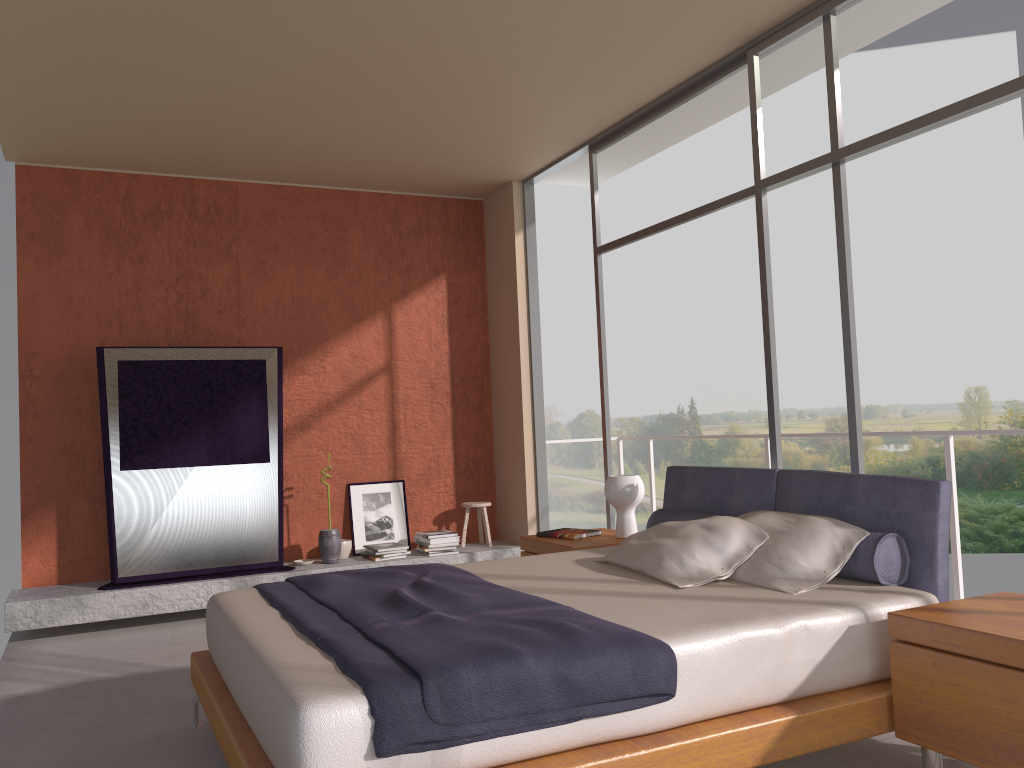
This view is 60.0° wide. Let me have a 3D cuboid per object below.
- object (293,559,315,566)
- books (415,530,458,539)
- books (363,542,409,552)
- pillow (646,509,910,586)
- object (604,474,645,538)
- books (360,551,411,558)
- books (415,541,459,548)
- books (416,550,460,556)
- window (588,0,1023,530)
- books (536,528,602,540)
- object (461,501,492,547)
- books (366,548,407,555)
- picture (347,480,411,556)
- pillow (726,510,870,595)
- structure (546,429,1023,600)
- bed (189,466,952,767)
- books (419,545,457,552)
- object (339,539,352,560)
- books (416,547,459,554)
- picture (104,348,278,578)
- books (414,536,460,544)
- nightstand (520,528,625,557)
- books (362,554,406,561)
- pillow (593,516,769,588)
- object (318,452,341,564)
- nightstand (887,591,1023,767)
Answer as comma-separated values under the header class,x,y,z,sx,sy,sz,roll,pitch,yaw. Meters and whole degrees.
class,x,y,z,sx,sy,sz,roll,pitch,yaw
object,-1.510,1.303,6.442,0.152,0.040,0.152,-3,-3,9
books,-0.578,1.152,6.795,0.247,0.025,0.287,-1,-3,-26
books,-0.943,1.220,6.639,0.247,0.018,0.328,-1,-3,-29
pillow,1.074,0.683,3.861,0.205,0.201,1.470,-1,-3,-26
object,0.628,0.675,4.908,0.224,0.338,0.224,-2,-3,-14
books,-0.947,1.264,6.645,0.247,0.018,0.328,0,-4,-41
books,-0.573,1.215,6.787,0.247,0.027,0.328,-1,-3,-24
books,-0.570,1.282,6.783,0.247,0.018,0.328,-1,-3,-24
window,1.915,-0.287,3.411,0.075,3.133,6.106,-1,-3,-26
books,0.327,0.856,5.078,0.247,0.025,0.287,0,-4,-45
object,-0.265,1.123,7.095,0.260,0.349,0.257,-4,-3,34
books,-0.939,1.241,6.634,0.247,0.025,0.287,-1,-3,-23
picture,-1.036,1.040,6.927,0.458,0.550,0.117,-1,-3,-26
pillow,1.009,0.660,3.529,0.400,0.265,0.791,-1,-3,-23
structure,2.237,0.700,3.710,0.728,1.005,7.689,-1,-3,-26
bed,0.144,0.880,3.420,2.462,0.959,2.017,-1,-3,-26
books,-0.567,1.242,6.767,0.247,0.025,0.287,-2,-3,-15
object,-1.295,1.249,6.675,0.179,0.137,0.180,-2,-3,-13
books,-0.573,1.265,6.790,0.247,0.018,0.287,-1,-3,-26
picture,-2.141,0.498,6.037,1.129,1.496,0.126,-1,-3,-26
books,-0.574,1.183,6.788,0.247,0.038,0.319,-1,-3,-28
nightstand,0.445,1.139,4.990,0.562,0.556,0.628,-1,-3,-26
books,-0.955,1.287,6.630,0.247,0.025,0.287,-1,-3,-29
pillow,0.690,0.695,3.772,0.431,0.264,0.869,-2,-3,-18
object,-1.341,0.904,6.489,0.165,0.810,0.165,-2,-3,-2
nightstand,1.577,0.969,2.611,0.562,0.556,0.628,-1,-3,-26
